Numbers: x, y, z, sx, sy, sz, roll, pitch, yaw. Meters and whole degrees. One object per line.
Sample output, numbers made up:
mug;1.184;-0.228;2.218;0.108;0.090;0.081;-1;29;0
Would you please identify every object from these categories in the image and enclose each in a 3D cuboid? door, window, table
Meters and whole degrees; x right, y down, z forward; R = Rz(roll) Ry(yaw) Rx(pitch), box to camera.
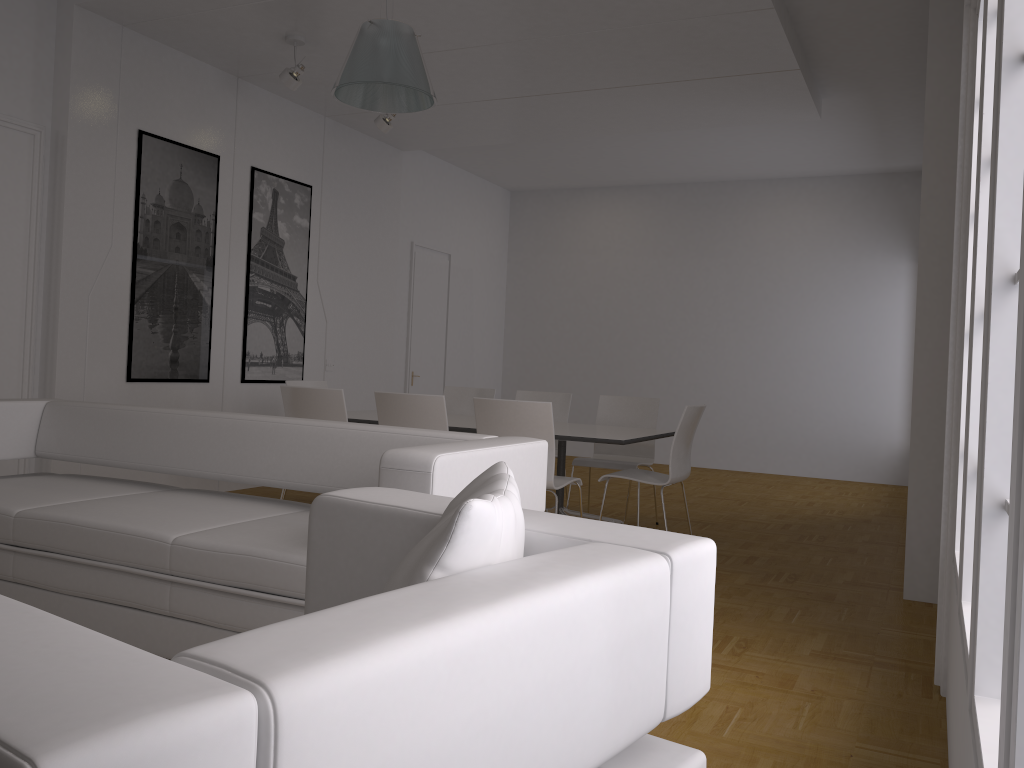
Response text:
door;-0.981;-0.349;10.207;0.132;2.453;0.871;3;0;25
window;0.965;-0.156;1.684;0.195;2.528;3.349;3;0;25
table;-0.212;0.622;6.058;2.412;0.722;1.210;3;1;25

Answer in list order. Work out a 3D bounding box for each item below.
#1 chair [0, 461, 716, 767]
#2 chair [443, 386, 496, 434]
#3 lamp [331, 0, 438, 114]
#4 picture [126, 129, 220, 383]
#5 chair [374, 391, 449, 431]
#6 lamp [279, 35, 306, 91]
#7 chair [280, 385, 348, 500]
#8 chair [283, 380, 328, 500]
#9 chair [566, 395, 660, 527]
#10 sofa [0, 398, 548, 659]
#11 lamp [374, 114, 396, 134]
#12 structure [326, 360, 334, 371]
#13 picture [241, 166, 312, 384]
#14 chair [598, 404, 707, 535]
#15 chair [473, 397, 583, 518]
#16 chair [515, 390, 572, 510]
chair;-0.316;0.578;1.213;0.802;0.911;1.096;3;0;35
chair;-0.468;0.493;7.044;0.561;0.931;0.575;3;0;25
lamp;-0.531;-1.877;3.898;0.465;1.250;0.464;3;0;25
picture;-2.493;-0.900;6.581;0.013;1.780;0.786;3;0;25
chair;-0.515;0.519;5.342;0.561;0.931;0.575;3;0;25
lamp;-1.535;-2.229;6.183;0.167;0.364;0.173;3;0;-22
chair;-1.148;0.485;5.643;0.561;0.931;0.575;3;0;25
chair;-1.357;0.452;6.586;0.575;0.931;0.561;3;0;25
chair;0.761;0.560;6.459;0.561;0.931;0.575;3;0;25
sofa;-1.242;0.546;3.319;2.623;0.849;0.822;3;0;25
lamp;-1.038;-2.223;7.228;0.167;0.364;0.173;3;0;-22
structure;-1.707;-0.176;8.314;0.013;0.104;0.114;3;0;25
picture;-2.002;-0.894;7.611;0.016;1.780;0.786;3;0;25
chair;0.887;0.581;5.518;0.575;0.931;0.561;3;0;25
chair;0.081;0.551;5.058;0.561;0.931;0.575;3;0;25
chair;0.128;0.525;6.760;0.561;0.931;0.575;3;0;25
